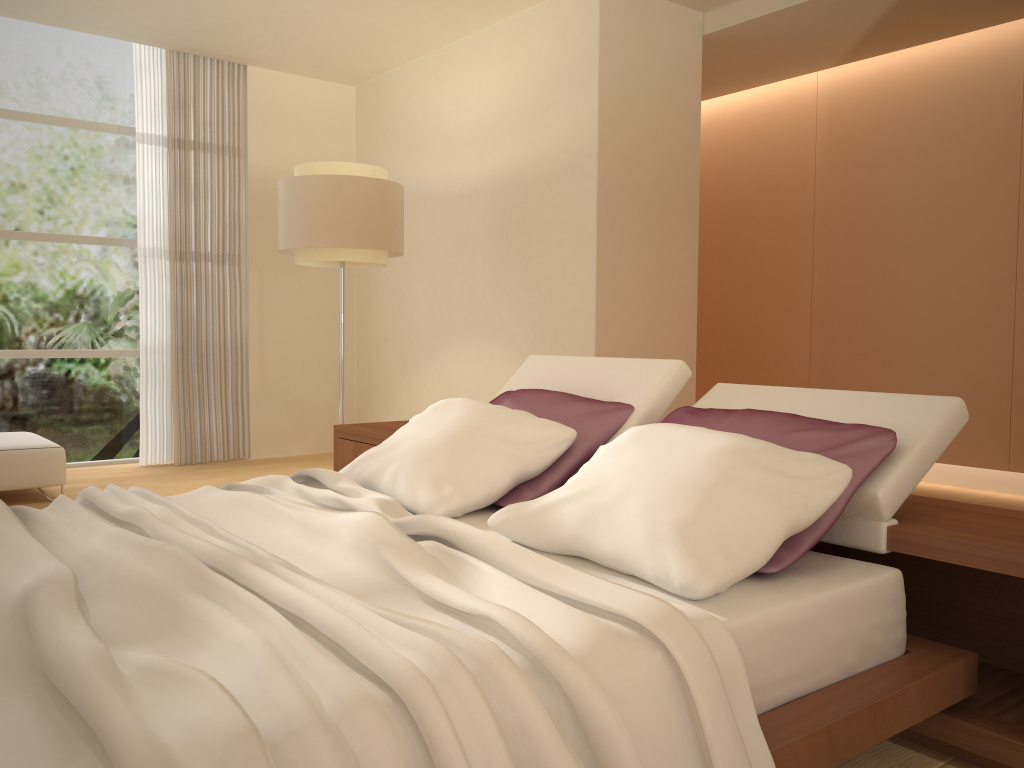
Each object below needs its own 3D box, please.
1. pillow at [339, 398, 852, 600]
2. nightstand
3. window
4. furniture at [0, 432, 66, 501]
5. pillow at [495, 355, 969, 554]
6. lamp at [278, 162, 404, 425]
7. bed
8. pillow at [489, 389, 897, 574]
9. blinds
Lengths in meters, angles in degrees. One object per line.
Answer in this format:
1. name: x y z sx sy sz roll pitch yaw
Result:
1. pillow: 0.070 0.253 2.616 0.561 0.339 1.720 -2 4 -38
2. nightstand: 0.576 0.573 3.050 0.493 0.539 4.220 -2 4 -38
3. window: -4.179 -1.033 5.797 4.781 3.371 0.071 -2 4 -38
4. furniture: -3.304 0.512 5.346 0.965 0.346 0.964 -2 4 -38
5. pillow: 0.532 0.149 2.993 0.461 0.457 1.779 -2 4 -39
6. lamp: -1.064 -0.319 5.562 0.817 2.018 0.817 1 3 5
7. bed: -0.506 0.601 2.133 2.535 0.570 2.599 -2 4 -38
8. pillow: 0.279 0.231 2.787 0.575 0.369 1.683 -2 4 -38
9. blinds: -2.431 -1.065 6.775 0.814 3.351 0.202 -2 4 -39
